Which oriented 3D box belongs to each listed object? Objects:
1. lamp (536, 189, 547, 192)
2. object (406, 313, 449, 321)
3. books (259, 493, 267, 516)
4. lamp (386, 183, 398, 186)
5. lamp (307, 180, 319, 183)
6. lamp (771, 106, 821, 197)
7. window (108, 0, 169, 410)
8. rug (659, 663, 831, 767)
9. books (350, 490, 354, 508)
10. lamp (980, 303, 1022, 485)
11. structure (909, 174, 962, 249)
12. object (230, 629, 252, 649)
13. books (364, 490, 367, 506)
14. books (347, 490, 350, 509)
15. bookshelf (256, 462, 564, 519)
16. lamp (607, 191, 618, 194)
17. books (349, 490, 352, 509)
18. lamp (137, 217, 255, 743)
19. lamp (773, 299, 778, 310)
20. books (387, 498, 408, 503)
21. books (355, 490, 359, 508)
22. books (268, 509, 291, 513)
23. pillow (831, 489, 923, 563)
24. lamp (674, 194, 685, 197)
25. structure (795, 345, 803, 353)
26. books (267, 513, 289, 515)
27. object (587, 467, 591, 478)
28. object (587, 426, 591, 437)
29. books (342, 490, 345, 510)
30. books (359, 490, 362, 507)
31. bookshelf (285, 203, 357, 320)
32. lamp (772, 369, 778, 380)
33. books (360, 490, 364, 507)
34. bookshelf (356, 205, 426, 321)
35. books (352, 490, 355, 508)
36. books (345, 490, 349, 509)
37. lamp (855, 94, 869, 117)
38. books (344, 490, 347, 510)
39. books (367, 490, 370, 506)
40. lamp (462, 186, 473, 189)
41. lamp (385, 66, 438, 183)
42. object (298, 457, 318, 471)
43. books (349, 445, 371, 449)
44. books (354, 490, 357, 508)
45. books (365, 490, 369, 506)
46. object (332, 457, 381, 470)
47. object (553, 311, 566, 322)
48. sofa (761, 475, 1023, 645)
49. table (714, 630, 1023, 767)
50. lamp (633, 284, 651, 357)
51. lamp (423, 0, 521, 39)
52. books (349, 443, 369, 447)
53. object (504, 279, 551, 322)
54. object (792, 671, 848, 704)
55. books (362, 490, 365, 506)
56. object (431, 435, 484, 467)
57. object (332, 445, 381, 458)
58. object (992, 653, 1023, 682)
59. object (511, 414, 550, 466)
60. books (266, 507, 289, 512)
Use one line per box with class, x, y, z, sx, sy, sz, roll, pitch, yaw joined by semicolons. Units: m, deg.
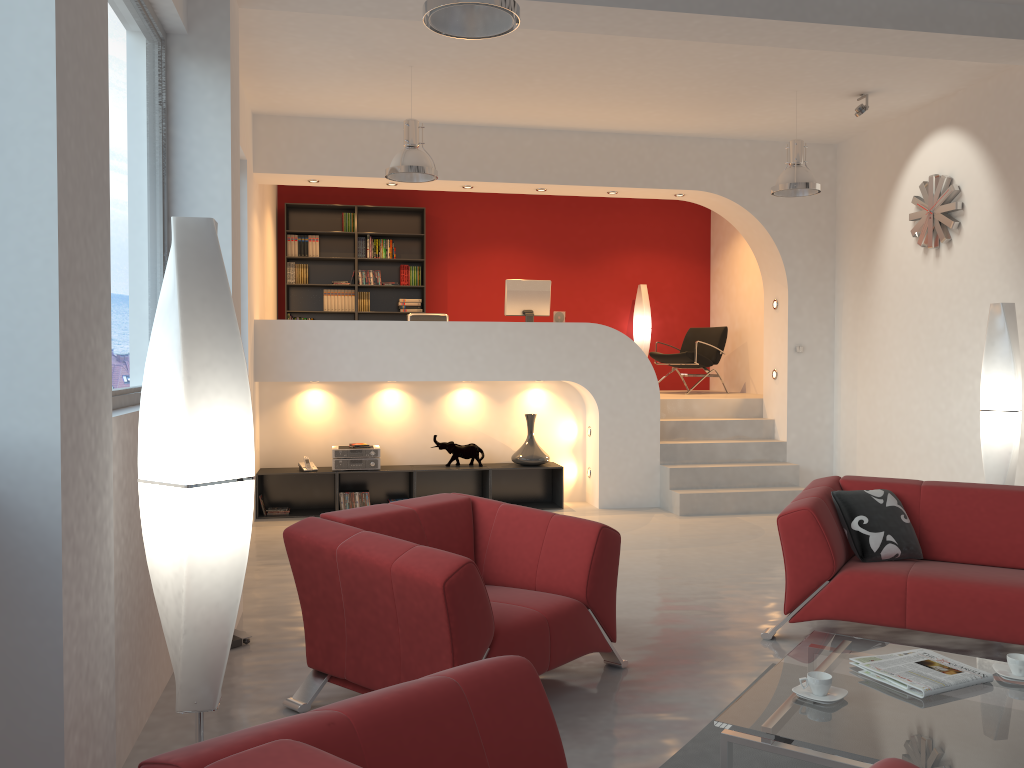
lamp;0.277;-1.830;8.371;0.105;0.011;0.105;-1;2;-22
object;-0.840;-0.575;8.684;0.397;0.217;0.458;0;2;-11
books;-2.214;1.073;7.882;0.063;0.187;0.135;0;2;-11
lamp;-1.098;-1.824;8.106;0.105;0.011;0.105;-1;2;-22
lamp;-1.785;-1.822;7.974;0.105;0.011;0.105;0;2;-7
lamp;2.230;-1.900;6.956;0.379;0.800;0.379;-1;2;-40
window;-1.526;-0.800;3.212;0.100;1.800;2.400;0;2;-11
rug;1.409;1.309;2.847;1.700;0.025;1.700;1;2;34
books;-1.447;1.065;8.029;0.031;0.190;0.135;0;2;-11
lamp;3.327;0.342;6.040;0.313;1.779;0.313;0;2;-3
structure;3.414;-1.396;7.187;0.090;0.596;0.596;0;2;-11
object;-1.414;0.715;4.331;0.229;1.112;0.214;2;2;44
books;-1.329;1.064;8.052;0.031;0.190;0.135;0;2;-11
books;-1.476;1.065;8.024;0.031;0.190;0.135;0;2;-11
bookshelf;-0.913;0.970;8.203;2.764;0.397;0.405;0;2;-11
lamp;0.964;-1.832;8.503;0.105;0.011;0.105;-1;2;-22
books;-1.461;1.065;8.026;0.031;0.190;0.135;0;2;-11
lamp;-0.888;0.431;2.505;0.313;1.779;0.313;0;2;-19
lamp;2.627;-0.794;8.851;0.011;0.105;0.105;0;2;-11
books;-1.043;1.074;8.158;0.190;0.015;0.135;0;2;-16
books;-1.402;1.065;8.038;0.031;0.190;0.135;0;2;-11
books;-2.089;1.139;7.959;0.190;0.015;0.135;0;2;-11
pillow;1.874;0.723;4.556;0.402;0.343;0.288;0;2;-18
lamp;1.633;-1.835;8.632;0.105;0.011;0.105;-1;2;-22
structure;2.798;-0.339;8.633;0.080;0.080;0.016;0;2;-11
books;-2.094;1.154;7.958;0.190;0.015;0.135;0;2;-11
object;0.747;0.860;8.601;0.011;0.105;0.105;0;2;-11
object;0.747;0.460;8.590;0.011;0.105;0.105;0;2;-11
books;-1.520;1.065;8.015;0.031;0.190;0.135;0;2;-11
books;-1.373;1.064;8.043;0.031;0.190;0.135;0;2;-11
bookshelf;-2.266;-1.002;10.543;0.816;2.213;0.305;0;2;-11
lamp;2.626;-0.095;8.870;0.011;0.105;0.105;0;2;-11
books;-1.358;1.064;8.046;0.031;0.190;0.135;0;2;-11
bookshelf;-1.464;-1.005;10.697;0.816;2.213;0.305;0;2;-11
books;-1.432;1.065;8.032;0.031;0.190;0.135;0;2;-11
books;-1.491;1.065;8.021;0.031;0.190;0.135;0;2;-11
lamp;2.778;-2.209;7.042;0.112;0.176;0.118;1;2;31
books;-1.506;1.065;8.018;0.031;0.190;0.135;0;2;-11
books;-1.299;1.064;8.058;0.031;0.190;0.135;0;2;-11
lamp;-0.410;-1.827;8.238;0.105;0.011;0.105;-1;2;-22
lamp;-0.724;-1.888;6.387;0.379;0.800;0.379;-1;2;-40
object;-1.826;0.710;7.937;0.130;0.117;0.146;-1;2;-36
books;-1.386;0.571;8.073;0.135;0.015;0.190;-1;2;-31
books;-1.417;1.065;8.035;0.031;0.190;0.135;0;2;-11
books;-1.314;1.064;8.055;0.031;0.190;0.135;0;2;-11
object;-1.423;0.714;8.095;0.430;0.100;0.365;0;2;-11
object;0.467;-0.653;8.903;0.133;0.147;0.151;-1;2;-27
sofa;2.292;0.907;4.321;1.929;0.738;0.951;1;2;29
table;1.402;1.164;2.833;1.162;0.286;1.097;1;2;34
lamp;1.654;-0.584;11.266;0.237;1.349;0.237;0;2;-3
lamp;-0.157;-1.809;3.442;0.379;0.800;0.379;1;2;18
books;-1.392;0.556;8.082;0.135;0.015;0.190;-1;2;-26
object;0.154;-0.802;8.787;0.458;0.452;0.230;0;2;-11
object;1.005;0.985;2.893;0.153;0.069;0.153;-1;2;-44
books;-1.343;1.064;8.049;0.031;0.190;0.135;0;2;-11
object;-0.510;0.622;8.297;0.507;0.296;0.191;0;2;5
object;-1.425;0.616;8.100;0.430;0.077;0.349;0;2;-11
object;1.759;0.981;3.076;0.153;0.069;0.153;0;2;16
object;0.177;0.527;8.402;0.369;0.481;0.369;2;2;44
books;-2.104;1.124;7.955;0.190;0.015;0.135;0;2;-11
